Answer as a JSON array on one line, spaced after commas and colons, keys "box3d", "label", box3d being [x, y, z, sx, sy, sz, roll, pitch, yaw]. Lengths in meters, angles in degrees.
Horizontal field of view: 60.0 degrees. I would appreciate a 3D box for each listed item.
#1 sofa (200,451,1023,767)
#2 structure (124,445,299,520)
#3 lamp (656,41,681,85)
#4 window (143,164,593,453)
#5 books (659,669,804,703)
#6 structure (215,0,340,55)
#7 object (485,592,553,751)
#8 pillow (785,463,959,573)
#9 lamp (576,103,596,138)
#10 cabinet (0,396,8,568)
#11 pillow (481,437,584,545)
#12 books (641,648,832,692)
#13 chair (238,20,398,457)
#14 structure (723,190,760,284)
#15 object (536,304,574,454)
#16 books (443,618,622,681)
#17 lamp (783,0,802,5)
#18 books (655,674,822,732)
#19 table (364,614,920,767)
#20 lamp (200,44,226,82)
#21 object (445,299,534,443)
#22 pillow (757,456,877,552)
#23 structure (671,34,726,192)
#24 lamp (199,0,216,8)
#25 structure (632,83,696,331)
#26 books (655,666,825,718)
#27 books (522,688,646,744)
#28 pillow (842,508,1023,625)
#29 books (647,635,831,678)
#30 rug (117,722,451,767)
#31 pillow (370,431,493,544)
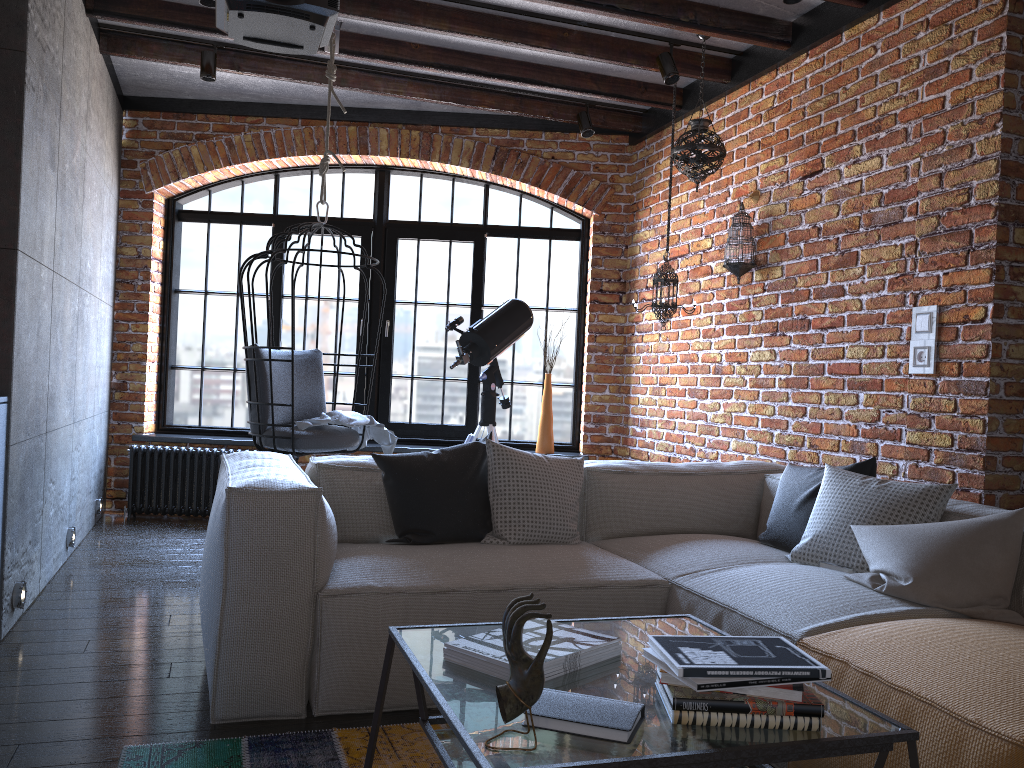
[{"box3d": [0.553, 0.663, 2.222, 2.536, 0.697, 3.300, 3, 0, -19], "label": "sofa"}, {"box3d": [-1.891, 0.645, 5.622, 1.115, 0.476, 0.106, 3, 0, -1], "label": "structure"}, {"box3d": [0.784, -1.606, 4.450, 0.133, 0.208, 0.090, 3, 0, 39], "label": "lamp"}, {"box3d": [-0.935, -0.556, 6.136, 3.293, 2.233, 0.177, 3, 0, -1], "label": "window"}, {"box3d": [0.397, 0.517, 1.600, 0.239, 0.023, 0.190, 3, 0, 16], "label": "books"}, {"box3d": [-0.828, -1.648, 3.164, 0.409, 0.816, 0.464, 3, 0, -18], "label": "structure"}, {"box3d": [0.020, 0.443, 1.371, 0.099, 0.223, 0.093, 3, 0, 21], "label": "object"}, {"box3d": [1.165, 0.462, 2.931, 0.293, 0.354, 0.495, 3, 0, -33], "label": "pillow"}, {"box3d": [0.453, -1.620, 5.458, 0.093, 0.208, 0.134, 2, 0, -43], "label": "lamp"}, {"box3d": [-1.558, 0.470, 1.524, 0.607, 0.844, 2.960, 3, 0, -18], "label": "cabinet"}, {"box3d": [0.090, 0.402, 3.286, 0.543, 0.402, 0.250, 3, 0, -36], "label": "pillow"}, {"box3d": [0.395, 0.499, 1.579, 0.268, 0.014, 0.196, 3, 0, -20], "label": "books"}, {"box3d": [-1.006, -0.699, 4.507, 0.682, 2.220, 0.802, 3, 0, 27], "label": "chair"}, {"box3d": [1.149, -0.743, 4.453, 0.169, 0.482, 0.169, 3, 0, -18], "label": "structure"}, {"box3d": [0.287, -0.064, 5.867, 0.270, 1.054, 0.299, 3, 0, 2], "label": "object"}, {"box3d": [0.046, 0.540, 1.811, 0.225, 0.038, 0.309, 3, 0, 42], "label": "books"}, {"box3d": [1.106, -1.599, 3.477, 0.113, 0.194, 0.085, 3, 0, 43], "label": "lamp"}, {"box3d": [0.392, 0.561, 1.576, 0.247, 0.024, 0.209, 3, 0, 1], "label": "books"}, {"box3d": [0.196, 0.755, 1.729, 0.842, 0.389, 0.848, 3, 0, -18], "label": "table"}, {"box3d": [-1.614, -1.729, 4.778, 0.121, 0.184, 0.082, 3, 0, -25], "label": "lamp"}, {"box3d": [-0.208, 0.221, 5.092, 0.570, 1.471, 0.616, 3, 0, 8], "label": "object"}, {"box3d": [1.110, 0.445, 3.270, 0.263, 0.400, 0.510, 3, 0, -24], "label": "pillow"}, {"box3d": [0.927, -1.335, 4.364, 0.265, 0.779, 0.273, 3, 0, 21], "label": "structure"}, {"box3d": [-1.279, -1.713, 3.770, 0.116, 0.188, 0.083, 3, 0, 35], "label": "lamp"}, {"box3d": [0.849, -1.004, 4.776, 0.389, 1.437, 0.338, 3, 0, -18], "label": "structure"}, {"box3d": [0.395, 0.539, 1.576, 0.251, 0.023, 0.209, 3, 0, 1], "label": "books"}, {"box3d": [0.120, 0.545, 1.470, 0.182, 0.029, 0.129, 3, 0, 19], "label": "books"}, {"box3d": [1.215, 0.493, 2.560, 0.485, 0.314, 0.358, 3, 0, 24], "label": "pillow"}, {"box3d": [0.396, 0.484, 1.579, 0.268, 0.014, 0.196, 3, 0, -7], "label": "books"}, {"box3d": [0.064, 0.958, 1.339, 1.432, 0.013, 2.364, 3, 0, -18], "label": "rug"}, {"box3d": [-0.237, 0.373, 3.204, 0.538, 0.417, 0.238, 3, 0, -29], "label": "pillow"}]
